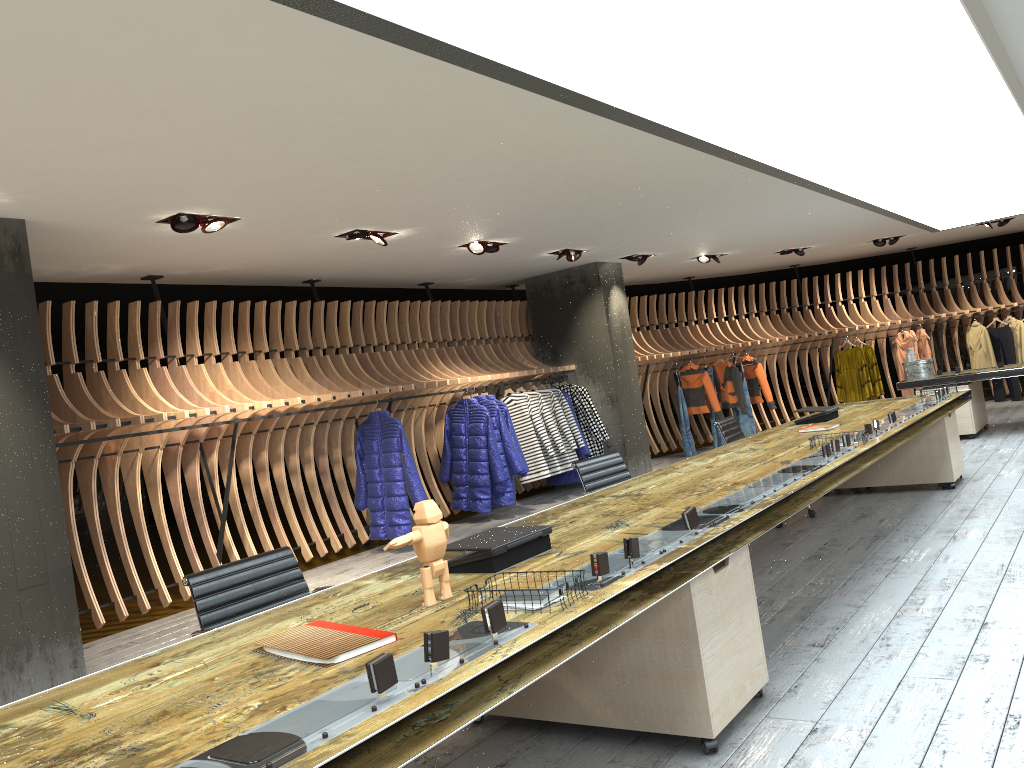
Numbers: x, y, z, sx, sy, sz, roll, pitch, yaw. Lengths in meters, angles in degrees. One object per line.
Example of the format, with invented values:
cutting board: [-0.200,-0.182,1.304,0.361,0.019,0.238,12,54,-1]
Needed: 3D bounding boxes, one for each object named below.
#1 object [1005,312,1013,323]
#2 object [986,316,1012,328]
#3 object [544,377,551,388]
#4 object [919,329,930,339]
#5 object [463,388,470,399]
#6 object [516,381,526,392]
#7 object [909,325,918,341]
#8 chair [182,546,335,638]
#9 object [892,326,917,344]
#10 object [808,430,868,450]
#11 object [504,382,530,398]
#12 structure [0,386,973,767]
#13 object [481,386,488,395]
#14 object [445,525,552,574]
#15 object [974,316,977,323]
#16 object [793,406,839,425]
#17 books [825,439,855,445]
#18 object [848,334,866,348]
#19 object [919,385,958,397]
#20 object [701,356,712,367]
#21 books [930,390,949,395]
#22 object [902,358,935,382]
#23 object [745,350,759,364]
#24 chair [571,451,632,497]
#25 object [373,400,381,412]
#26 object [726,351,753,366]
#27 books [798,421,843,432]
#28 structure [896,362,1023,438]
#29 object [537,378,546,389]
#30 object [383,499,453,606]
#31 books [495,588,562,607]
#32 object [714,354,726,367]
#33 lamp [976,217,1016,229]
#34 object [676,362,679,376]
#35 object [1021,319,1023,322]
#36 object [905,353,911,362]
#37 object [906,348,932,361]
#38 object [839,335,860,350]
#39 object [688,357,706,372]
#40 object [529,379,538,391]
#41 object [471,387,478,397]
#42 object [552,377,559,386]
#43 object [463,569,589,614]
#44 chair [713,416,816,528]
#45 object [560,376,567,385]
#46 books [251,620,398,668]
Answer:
object: [8.025,-1.049,14.298,0.012,0.270,0.525,-8,-1,-10]
object: [7.832,-1.021,14.338,0.012,0.270,0.524,-8,-1,-20]
object: [0.434,0.050,10.939,0.524,0.270,0.012,-9,-1,35]
object: [6.686,-0.850,14.503,0.012,0.270,0.525,-8,-1,0]
object: [-0.495,0.190,9.568,0.522,0.292,0.012,-9,-1,35]
object: [0.120,0.111,10.379,0.517,0.313,0.012,-9,-2,35]
object: [6.526,-0.826,14.526,0.012,0.270,0.525,-9,-1,5]
chair: [-0.741,1.051,3.164,0.667,0.860,0.694,-9,-1,26]
object: [6.408,-0.808,14.527,0.012,0.270,0.524,-8,-1,-20]
object: [1.871,0.324,5.082,0.302,0.071,0.209,-9,-1,30]
object: [-0.014,0.130,10.185,0.517,0.313,0.012,-9,-2,35]
structure: [0.706,0.850,3.939,1.160,0.844,10.461,-9,-1,35]
object: [-0.302,0.150,9.821,0.524,0.270,0.012,-9,-1,35]
object: [-0.057,0.582,3.128,0.262,0.088,0.373,-9,-1,35]
object: [7.534,-0.975,14.406,0.012,0.270,0.525,-8,-1,0]
object: [2.398,0.238,6.974,0.261,0.111,0.373,-9,-1,35]
books: [1.874,0.335,5.078,0.155,0.025,0.110,-9,-1,30]
object: [5.638,-0.691,14.489,0.012,0.270,0.524,-8,-1,-25]
object: [3.784,0.065,7.859,0.302,0.074,0.217,-9,-1,29]
object: [2.966,-0.315,13.571,0.023,0.243,0.549,-9,-1,31]
books: [3.787,0.074,7.855,0.155,0.025,0.110,-9,-1,30]
object: [5.006,-0.173,10.913,0.302,0.239,0.498,-9,-1,35]
object: [3.700,-0.410,13.962,0.012,0.270,0.524,-8,-1,-25]
chair: [0.787,0.842,5.317,0.667,0.860,0.694,-9,-1,31]
object: [-1.274,0.283,8.415,0.524,0.270,0.012,-9,-1,35]
object: [3.480,-0.389,13.859,0.549,0.243,0.023,-9,-1,11]
books: [2.194,0.304,6.291,0.212,0.026,0.366,-9,-1,35]
structure: [2.071,0.636,2.715,4.829,0.844,18.493,-9,-1,35]
object: [0.371,0.077,10.741,0.517,0.313,0.012,-9,-2,35]
object: [-0.259,0.500,2.606,0.097,0.301,0.321,-9,-1,19]
books: [0.045,0.585,2.437,0.155,0.025,0.110,-9,-1,30]
object: [3.221,-0.338,13.718,0.012,0.270,0.524,-7,-1,-35]
lamp: [7.195,-2.460,13.209,0.492,0.284,0.269,-9,-1,15]
object: [2.466,-0.243,13.234,0.023,0.243,0.549,-9,-1,16]
object: [8.310,-1.093,14.198,0.012,0.270,0.524,-8,-1,-30]
object: [4.848,-0.325,10.839,0.062,0.109,0.062,-9,-1,1]
object: [4.980,-0.351,10.851,0.262,0.204,0.088,-9,-1,33]
object: [5.459,-0.664,14.460,0.012,0.270,0.524,-8,-1,-25]
object: [2.711,-0.267,13.422,0.012,0.270,0.524,-7,-1,-40]
object: [0.269,0.091,10.594,0.517,0.313,0.012,-9,-2,35]
object: [-0.389,0.170,9.664,0.522,0.291,0.012,-9,-1,35]
object: [0.573,0.060,11.037,0.516,0.316,0.012,-9,-2,35]
object: [0.042,0.576,2.441,0.302,0.074,0.217,-9,-1,29]
chair: [2.034,0.672,7.137,0.667,0.860,0.694,-9,-1,21]
object: [0.677,0.044,11.193,0.517,0.313,0.012,-9,-2,35]
books: [-0.493,0.670,2.305,0.213,0.026,0.365,-8,-1,-45]
